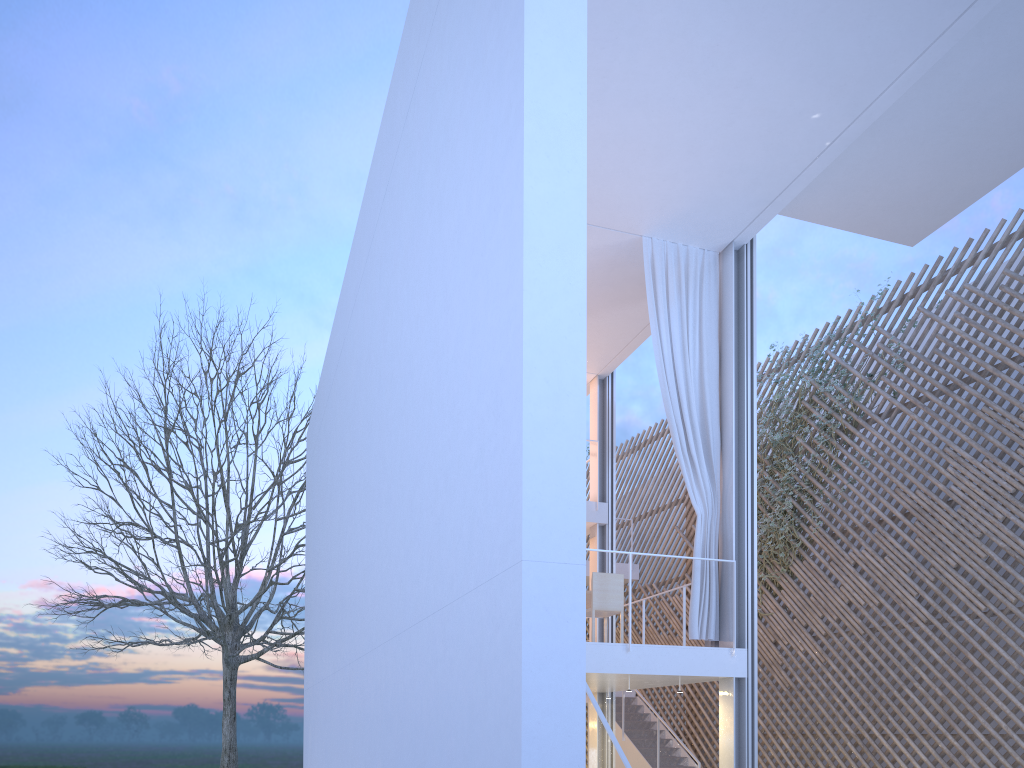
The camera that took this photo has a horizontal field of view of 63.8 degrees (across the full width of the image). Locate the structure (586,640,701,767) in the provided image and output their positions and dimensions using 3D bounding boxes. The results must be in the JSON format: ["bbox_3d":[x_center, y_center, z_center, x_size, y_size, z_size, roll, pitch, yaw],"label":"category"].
[{"bbox_3d":[1.122,3.269,7.755,1.196,1.829,2.086,4,-14,-24],"label":"structure"}]

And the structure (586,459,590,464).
[{"bbox_3d":[0.449,1.144,7.444,0.028,0.509,1.838,1,-20,-18],"label":"structure"}]

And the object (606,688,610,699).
[{"bbox_3d":[0.687,2.210,5.874,0.029,0.075,0.030,1,-5,-7],"label":"object"}]

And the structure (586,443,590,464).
[{"bbox_3d":[0.203,3.150,11.315,1.122,4.238,3.502,1,-10,-20],"label":"structure"}]

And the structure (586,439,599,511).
[{"bbox_3d":[0.428,1.177,4.409,1.740,3.080,3.921,2,-15,-18],"label":"structure"}]

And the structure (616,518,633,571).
[{"bbox_3d":[0.742,1.640,8.603,1.151,0.536,0.028,7,-3,-18],"label":"structure"}]

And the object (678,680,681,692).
[{"bbox_3d":[-0.088,2.404,5.478,1.691,0.757,1.985,7,-21,-19],"label":"object"}]

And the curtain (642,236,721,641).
[{"bbox_3d":[0.979,0.319,4.730,0.518,2.284,0.099,1,-2,-22],"label":"curtain"}]

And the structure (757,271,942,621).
[{"bbox_3d":[2.422,0.816,6.674,0.747,2.547,2.497,2,-11,-26],"label":"structure"}]

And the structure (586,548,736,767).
[{"bbox_3d":[0.835,1.473,3.752,1.375,1.674,1.534,4,-12,-18],"label":"structure"}]

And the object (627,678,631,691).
[{"bbox_3d":[0.687,1.762,4.821,0.029,0.075,0.030,1,-5,-7],"label":"object"}]

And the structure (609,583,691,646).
[{"bbox_3d":[1.034,1.704,5.657,0.028,0.509,1.836,1,-20,-18],"label":"structure"}]

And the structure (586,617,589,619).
[{"bbox_3d":[0.444,2.448,7.414,0.028,0.509,1.838,1,-20,-18],"label":"structure"}]
